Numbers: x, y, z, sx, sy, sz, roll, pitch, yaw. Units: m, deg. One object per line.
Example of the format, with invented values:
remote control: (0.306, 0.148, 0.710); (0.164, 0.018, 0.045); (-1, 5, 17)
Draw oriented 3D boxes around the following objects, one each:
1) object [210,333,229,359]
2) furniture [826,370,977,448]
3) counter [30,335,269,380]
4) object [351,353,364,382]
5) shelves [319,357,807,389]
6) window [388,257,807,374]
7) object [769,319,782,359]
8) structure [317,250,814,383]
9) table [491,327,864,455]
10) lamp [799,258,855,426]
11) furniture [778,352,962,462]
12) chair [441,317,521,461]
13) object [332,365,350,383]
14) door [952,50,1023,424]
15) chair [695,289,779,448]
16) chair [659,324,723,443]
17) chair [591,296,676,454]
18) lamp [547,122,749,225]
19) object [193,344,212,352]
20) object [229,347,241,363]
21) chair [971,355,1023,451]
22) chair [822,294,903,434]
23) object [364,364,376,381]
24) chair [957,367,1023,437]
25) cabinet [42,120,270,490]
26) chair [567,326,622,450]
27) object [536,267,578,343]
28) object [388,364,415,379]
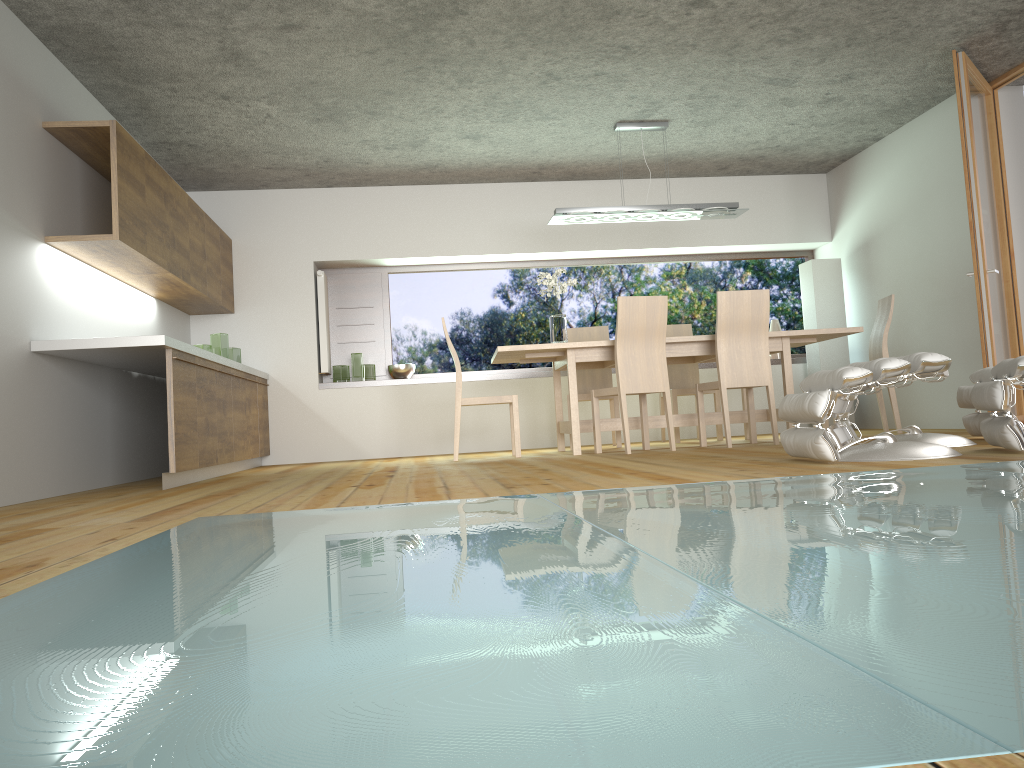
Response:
object: (-2.239, -0.256, 6.789); (0.099, 0.260, 0.099); (-5, -4, 18)
furniture: (2.018, 0.107, 4.621); (0.685, 0.440, 0.569); (-5, -4, 29)
counter: (-2.283, -0.127, 6.131); (0.652, 0.054, 3.279); (-3, -2, -6)
object: (-1.390, -0.147, 7.989); (0.099, 0.260, 0.099); (-3, -4, -2)
shelves: (0.686, -0.101, 8.311); (4.871, 0.054, 0.403); (-3, -3, -7)
window: (0.918, -0.677, 8.621); (4.187, 0.980, 0.012); (-3, -4, -7)
object: (2.527, -0.424, 8.477); (0.153, 0.385, 0.153); (-3, -4, -10)
structure: (0.650, -0.642, 8.373); (4.876, 1.156, 0.524); (-3, -4, -7)
table: (1.137, 0.084, 6.534); (2.500, 0.757, 1.198); (-3, -3, -4)
lamp: (2.868, -0.375, 8.085); (0.280, 1.503, 0.279); (-3, -4, -6)
furniture: (1.563, 0.101, 3.855); (0.686, 0.440, 0.568); (-3, -3, 0)
chair: (-0.228, 0.030, 6.426); (0.506, 1.019, 0.403); (-3, -4, -4)
object: (-1.546, -0.088, 8.028); (0.111, 0.160, 0.112); (-6, -4, 33)
door: (3.179, -0.915, 5.883); (0.162, 2.423, 0.934); (-7, -5, 38)
chair: (1.509, -0.092, 5.990); (0.404, 1.019, 0.505); (-3, -4, -7)
chair: (1.463, -0.024, 7.496); (0.404, 1.019, 0.505); (-3, -4, -8)
chair: (0.807, -0.052, 5.969); (0.404, 1.019, 0.505); (-2, -4, -18)
lamp: (1.004, -1.618, 6.732); (1.490, 0.721, 0.289); (-3, -4, -7)
object: (-2.319, -0.211, 6.624); (0.111, 0.160, 0.112); (-5, -4, 18)
object: (-2.210, -0.202, 6.980); (0.112, 0.160, 0.111); (-5, -4, 18)
chair: (2.429, -0.223, 3.704); (0.913, 0.971, 0.569); (-5, -4, 18)
chair: (2.601, -0.128, 6.657); (0.506, 1.019, 0.403); (-4, -4, 7)
object: (-1.316, -0.098, 8.125); (0.111, 0.160, 0.112); (-2, -4, -22)
chair: (2.938, -0.206, 4.784); (0.914, 0.971, 0.568); (-4, -4, 3)
cabinet: (-2.306, -0.351, 6.243); (0.656, 2.008, 3.085); (-3, -3, -6)
chair: (0.652, 0.014, 7.262); (0.404, 1.019, 0.505); (-4, -4, 4)
object: (0.337, -0.555, 6.528); (0.304, 0.609, 0.301); (-3, -4, -3)
object: (-1.008, -0.105, 8.107); (0.247, 0.137, 0.247); (-5, -3, 28)
